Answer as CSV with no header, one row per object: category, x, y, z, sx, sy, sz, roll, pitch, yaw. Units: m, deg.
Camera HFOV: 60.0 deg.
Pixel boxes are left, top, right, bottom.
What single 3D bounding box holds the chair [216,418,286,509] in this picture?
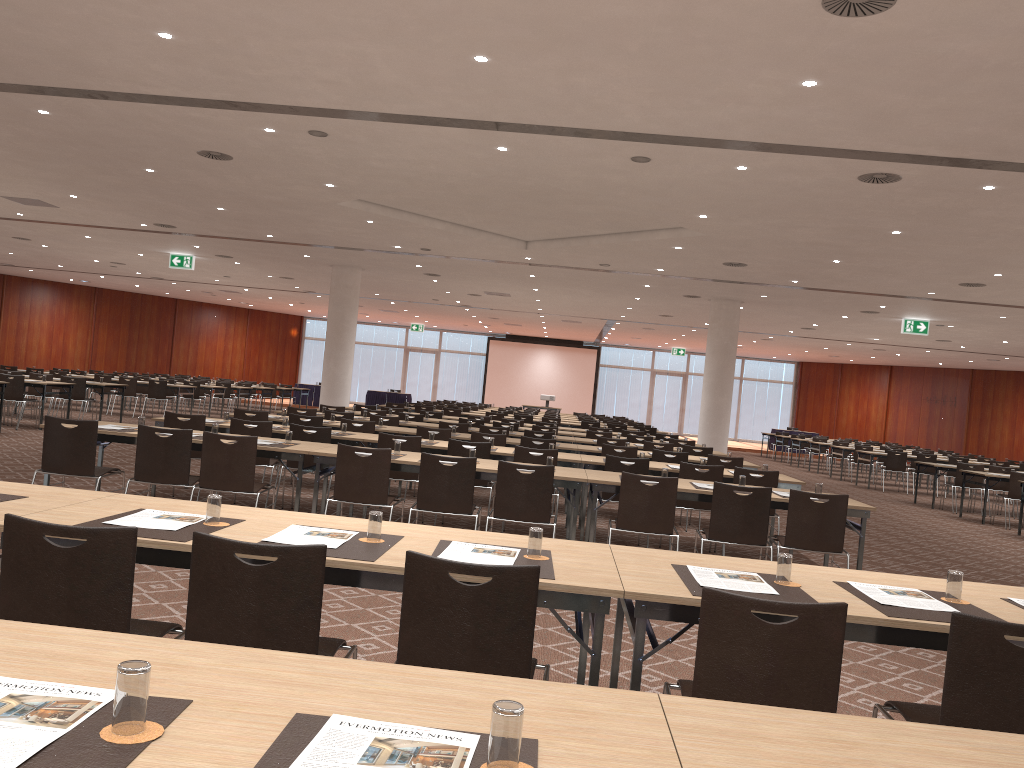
chair,-2.659,0.829,9.108,0.535,0.939,0.614,5,0,3

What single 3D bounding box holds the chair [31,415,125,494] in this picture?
chair,-3.503,0.735,7.152,0.535,0.939,0.614,5,0,3

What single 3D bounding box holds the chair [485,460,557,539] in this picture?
chair,0.081,1.074,6.955,0.535,0.939,0.614,5,0,4

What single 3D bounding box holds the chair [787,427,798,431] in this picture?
chair,10.876,2.159,34.364,0.535,0.939,0.614,5,0,3

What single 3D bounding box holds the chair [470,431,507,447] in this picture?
chair,-0.313,1.064,10.983,0.535,0.939,0.614,5,0,4

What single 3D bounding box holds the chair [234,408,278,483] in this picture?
chair,-3.260,0.786,11.144,0.535,0.939,0.614,5,0,2

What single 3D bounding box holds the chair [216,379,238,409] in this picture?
chair,-9.291,0.337,29.036,0.535,0.939,0.614,5,0,4

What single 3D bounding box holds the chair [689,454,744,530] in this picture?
chair,2.535,1.334,10.861,0.535,0.939,0.614,5,0,0

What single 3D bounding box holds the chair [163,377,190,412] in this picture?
chair,-9.435,0.296,25.038,0.535,0.939,0.614,5,0,3

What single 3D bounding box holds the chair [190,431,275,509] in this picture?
chair,-2.231,0.855,7.082,0.535,0.939,0.614,5,0,3

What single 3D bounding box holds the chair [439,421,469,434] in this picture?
chair,-0.883,1.024,13.052,0.535,0.939,0.614,5,0,1

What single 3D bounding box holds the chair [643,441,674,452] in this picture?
chair,2.075,1.304,12.932,0.535,0.939,0.614,5,0,1

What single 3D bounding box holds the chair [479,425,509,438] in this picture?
chair,-0.294,1.080,13.061,0.535,0.939,0.614,5,0,1

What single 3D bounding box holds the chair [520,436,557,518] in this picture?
chair,0.298,1.122,10.984,0.535,0.939,0.614,5,0,6

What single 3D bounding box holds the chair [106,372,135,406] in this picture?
chair,-11.049,0.143,25.127,0.535,0.939,0.614,5,0,5

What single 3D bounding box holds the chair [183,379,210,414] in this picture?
chair,-8.816,0.354,24.923,0.535,0.939,0.614,5,0,0

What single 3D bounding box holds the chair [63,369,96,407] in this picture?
chair,-11.203,0.114,23.051,0.535,0.939,0.614,5,0,6

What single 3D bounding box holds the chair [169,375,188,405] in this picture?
chair,-10.844,0.191,29.181,0.535,0.939,0.614,5,0,6

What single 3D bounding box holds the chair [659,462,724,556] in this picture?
chair,1.832,1.253,8.897,0.535,0.939,0.614,5,0,1

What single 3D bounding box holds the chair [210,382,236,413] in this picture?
chair,-8.127,0.420,25.026,0.535,0.939,0.614,5,0,1

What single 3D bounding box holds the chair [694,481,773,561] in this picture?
chair,1.718,1.228,6.865,0.535,0.939,0.614,5,0,6

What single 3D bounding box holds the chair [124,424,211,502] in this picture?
chair,-2.769,0.805,7.146,0.535,0.939,0.614,5,0,1

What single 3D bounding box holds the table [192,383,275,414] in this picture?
table,-8.681,0.439,27.599,2.267,0.833,0.953,5,0,3

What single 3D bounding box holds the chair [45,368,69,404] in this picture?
chair,-11.761,0.063,23.222,0.535,0.939,0.614,5,0,2

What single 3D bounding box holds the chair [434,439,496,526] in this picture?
chair,-0.454,1.037,9.064,0.535,0.939,0.614,5,0,4

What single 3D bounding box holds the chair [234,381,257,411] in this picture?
chair,-8.666,0.396,28.920,0.535,0.939,0.614,5,0,1

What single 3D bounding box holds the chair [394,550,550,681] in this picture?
chair,-0.153,1.024,2.995,0.535,0.939,0.614,5,0,6

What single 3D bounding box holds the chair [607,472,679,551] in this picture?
chair,1.032,1.164,6.980,0.535,0.939,0.614,5,0,5

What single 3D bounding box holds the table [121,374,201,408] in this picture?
table,-10.938,0.225,27.723,2.267,0.833,0.953,5,0,3

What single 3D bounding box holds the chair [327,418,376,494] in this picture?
chair,-1.946,0.910,11.149,0.535,0.939,0.614,5,0,1

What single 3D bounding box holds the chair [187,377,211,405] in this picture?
chair,-10.194,0.251,29.004,0.535,0.939,0.614,5,0,4

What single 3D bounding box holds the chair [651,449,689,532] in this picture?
chair,1.880,1.271,10.862,0.535,0.939,0.614,5,0,4

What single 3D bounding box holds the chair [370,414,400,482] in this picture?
chair,-1.901,0.928,13.150,0.535,0.939,0.614,5,0,1

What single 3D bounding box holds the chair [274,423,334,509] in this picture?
chair,-2.060,0.885,9.110,0.535,0.939,0.614,5,0,4

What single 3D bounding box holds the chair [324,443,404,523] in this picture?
chair,-1.179,0.955,7.101,0.535,0.939,0.614,5,0,6

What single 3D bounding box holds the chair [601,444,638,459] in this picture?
chair,1.286,1.216,10.972,0.535,0.939,0.614,5,0,4

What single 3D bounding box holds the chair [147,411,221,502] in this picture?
chair,-3.351,0.763,9.181,0.535,0.939,0.614,5,0,4

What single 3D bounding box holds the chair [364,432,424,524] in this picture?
chair,-1.157,0.971,9.026,0.535,0.939,0.614,5,0,1

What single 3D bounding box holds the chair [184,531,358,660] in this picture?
chair,-0.839,0.959,2.991,0.535,0.939,0.614,5,0,3

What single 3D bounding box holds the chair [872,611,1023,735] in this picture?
chair,1.523,1.182,2.861,0.535,0.939,0.614,5,0,3

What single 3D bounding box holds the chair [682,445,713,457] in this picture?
chair,2.633,1.357,12.859,0.535,0.939,0.614,5,0,5

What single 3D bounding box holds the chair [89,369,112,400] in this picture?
chair,-11.767,0.076,25.225,0.535,0.939,0.614,5,0,5

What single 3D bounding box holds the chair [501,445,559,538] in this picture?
chair,0.207,1.100,8.986,0.535,0.939,0.614,5,0,2

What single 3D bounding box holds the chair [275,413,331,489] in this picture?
chair,-2.577,0.850,11.142,0.535,0.939,0.614,5,0,5

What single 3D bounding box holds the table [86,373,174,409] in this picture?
table,-11.047,0.201,25.726,2.267,0.833,0.953,5,0,3

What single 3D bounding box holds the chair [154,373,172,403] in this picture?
chair,-11.523,0.126,29.159,0.535,0.939,0.614,5,0,0

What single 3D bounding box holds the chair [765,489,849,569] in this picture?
chair,2.295,1.283,6.868,0.535,0.939,0.614,5,0,6

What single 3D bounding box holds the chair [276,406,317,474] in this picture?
chair,-3.119,0.813,13.174,0.535,0.939,0.614,5,0,0

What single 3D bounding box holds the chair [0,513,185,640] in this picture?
chair,-1.441,0.902,2.989,0.535,0.939,0.614,5,0,2

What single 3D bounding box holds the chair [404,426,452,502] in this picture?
chair,-0.983,1.001,11.054,0.535,0.939,0.614,5,0,5

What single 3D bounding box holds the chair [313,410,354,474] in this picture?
chair,-2.554,0.866,13.109,0.535,0.939,0.614,5,0,2

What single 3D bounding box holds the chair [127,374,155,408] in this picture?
chair,-10.428,0.202,25.011,0.535,0.939,0.613,5,0,1

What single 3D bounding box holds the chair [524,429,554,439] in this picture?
chair,0.358,1.141,12.949,0.535,0.939,0.614,5,0,2

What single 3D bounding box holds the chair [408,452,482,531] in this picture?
chair,-0.524,1.017,7.023,0.535,0.939,0.614,5,0,2

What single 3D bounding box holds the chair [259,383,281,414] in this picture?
chair,-7.903,0.469,29.019,0.535,0.939,0.614,5,0,1

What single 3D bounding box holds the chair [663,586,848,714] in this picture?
chair,0.773,1.111,2.867,0.535,0.939,0.614,5,0,6

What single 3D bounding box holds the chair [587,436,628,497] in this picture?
chair,1.411,1.241,12.926,0.535,0.939,0.614,5,0,3
